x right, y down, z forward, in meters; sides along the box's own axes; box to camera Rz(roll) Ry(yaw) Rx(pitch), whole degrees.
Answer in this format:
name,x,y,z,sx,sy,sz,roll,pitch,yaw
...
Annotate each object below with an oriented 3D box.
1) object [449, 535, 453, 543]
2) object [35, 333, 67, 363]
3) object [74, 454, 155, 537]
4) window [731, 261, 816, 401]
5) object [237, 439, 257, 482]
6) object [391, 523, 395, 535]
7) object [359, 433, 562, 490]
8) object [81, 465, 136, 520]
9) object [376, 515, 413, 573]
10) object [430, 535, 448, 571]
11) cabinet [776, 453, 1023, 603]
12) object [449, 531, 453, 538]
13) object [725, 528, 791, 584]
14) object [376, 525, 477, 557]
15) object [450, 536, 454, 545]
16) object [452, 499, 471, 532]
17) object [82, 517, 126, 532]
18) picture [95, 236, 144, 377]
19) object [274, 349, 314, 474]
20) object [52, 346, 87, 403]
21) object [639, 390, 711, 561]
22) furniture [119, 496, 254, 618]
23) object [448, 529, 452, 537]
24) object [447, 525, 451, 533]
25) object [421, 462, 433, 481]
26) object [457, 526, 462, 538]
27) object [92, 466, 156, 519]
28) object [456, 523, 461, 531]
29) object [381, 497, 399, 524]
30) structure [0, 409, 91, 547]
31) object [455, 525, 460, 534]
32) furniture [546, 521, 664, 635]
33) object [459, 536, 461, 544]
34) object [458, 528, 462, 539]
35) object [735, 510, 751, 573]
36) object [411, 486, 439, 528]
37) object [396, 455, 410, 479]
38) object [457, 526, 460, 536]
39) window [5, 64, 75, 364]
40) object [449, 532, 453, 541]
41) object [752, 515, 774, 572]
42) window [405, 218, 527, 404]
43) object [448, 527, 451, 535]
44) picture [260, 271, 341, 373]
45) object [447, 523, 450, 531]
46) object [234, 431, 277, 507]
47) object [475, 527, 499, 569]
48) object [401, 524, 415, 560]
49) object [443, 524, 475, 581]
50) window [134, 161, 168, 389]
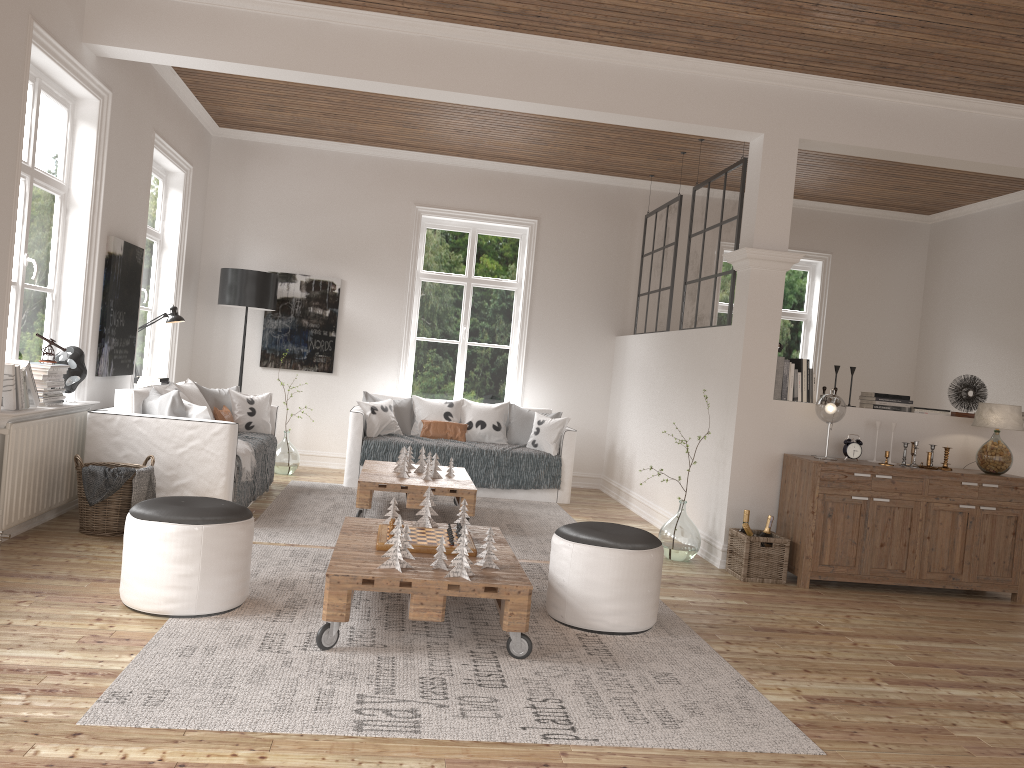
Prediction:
name,x,y,z,sx,sy,sz,roll,pitch,yaw
object,-0.265,0.678,3.886,0.017,0.037,0.017,6,1,12
object,-2.610,-0.202,5.017,0.177,0.161,0.092,5,1,-39
object,-2.235,0.610,4.956,0.393,0.432,0.393,6,1,15
window,2.569,-0.380,9.204,1.055,1.872,0.120,5,1,-7
object,-2.018,0.453,5.803,0.729,0.255,0.588,5,1,-3
object,-0.532,0.641,3.940,0.025,0.058,0.025,6,1,38
object,-0.455,0.660,7.806,1.704,0.390,0.656,5,1,-7
object,-2.215,0.609,4.887,0.303,0.332,0.367,5,1,-16
object,-0.447,0.613,3.461,0.109,0.213,0.108,6,1,17
object,-0.282,0.668,3.530,0.076,0.132,0.072,5,1,-7
cabinet,2.403,0.880,5.458,1.432,0.750,0.408,5,1,-7
object,-0.272,0.675,3.973,0.017,0.037,0.017,6,1,12
object,1.482,1.037,5.361,0.276,0.270,0.276,5,1,-7
object,-0.388,0.701,3.984,0.429,0.036,0.429,5,1,-7
object,-0.257,0.679,3.847,0.017,0.037,0.017,5,1,-27
object,-0.239,0.643,4.367,0.082,0.160,0.082,5,1,-18
object,-2.250,0.722,4.961,0.280,0.186,0.291,5,1,-22
picture,-2.664,-0.510,6.039,0.041,0.908,0.680,5,1,-7
object,-1.962,0.248,7.985,0.275,1.117,0.515,6,1,9
object,-2.660,-0.061,5.311,0.177,0.340,0.171,6,1,29
object,1.025,0.573,5.618,0.515,1.117,0.275,5,1,-41
furniture,-1.367,0.713,3.753,0.518,0.430,0.518,6,1,14
object,-0.279,0.674,4.017,0.017,0.037,0.017,6,1,12
object,-0.290,0.671,4.103,0.017,0.037,0.017,6,1,12
object,-0.584,0.597,6.109,0.068,0.124,0.072,5,1,-23
object,-0.234,0.669,4.025,0.025,0.055,0.025,6,1,25
object,-2.195,0.627,4.942,0.349,0.356,0.290,6,1,22
object,-0.251,0.672,4.156,0.019,0.040,0.019,6,1,27
object,-0.585,0.622,4.357,0.075,0.137,0.079,6,1,41
structure,-2.601,0.583,4.968,0.095,0.829,1.223,5,1,-7
object,-0.248,0.672,4.111,0.026,0.044,0.026,6,1,38
furniture,0.427,0.877,4.089,0.518,0.430,0.518,5,1,-4
object,-0.219,0.678,3.893,0.026,0.044,0.026,6,1,38
object,-0.228,0.669,3.982,0.025,0.058,0.025,6,1,38
object,1.417,0.957,5.416,0.095,0.377,0.095,6,1,29
object,-0.415,0.604,4.370,0.118,0.204,0.111,6,1,16
object,-0.739,0.564,6.110,0.093,0.161,0.088,5,1,2
object,-0.241,0.671,4.070,0.022,0.047,0.022,6,1,25
window,-2.682,-0.800,4.918,0.120,1.872,1.055,5,1,-7
object,-0.270,0.676,3.931,0.017,0.037,0.017,6,1,12
object,1.529,0.981,5.432,0.127,0.361,0.094,5,1,-8
window,-0.458,-0.659,8.814,1.055,1.872,0.120,5,1,-7
object,-0.284,0.673,4.059,0.017,0.037,0.017,6,1,12
picture,-2.010,-0.585,8.438,0.680,0.908,0.041,5,1,-7
object,-0.295,0.670,4.148,0.017,0.037,0.017,6,1,12
object,-2.076,0.576,6.244,0.651,0.423,1.680,5,1,-7
object,-0.095,0.666,3.631,0.085,0.166,0.085,5,1,-22
object,-0.439,0.646,3.658,0.082,0.141,0.077,5,1,-26
object,-0.192,0.640,3.426,0.107,0.208,0.106,6,1,9
window,-2.953,-0.864,7.067,0.120,1.872,1.055,5,1,-7
